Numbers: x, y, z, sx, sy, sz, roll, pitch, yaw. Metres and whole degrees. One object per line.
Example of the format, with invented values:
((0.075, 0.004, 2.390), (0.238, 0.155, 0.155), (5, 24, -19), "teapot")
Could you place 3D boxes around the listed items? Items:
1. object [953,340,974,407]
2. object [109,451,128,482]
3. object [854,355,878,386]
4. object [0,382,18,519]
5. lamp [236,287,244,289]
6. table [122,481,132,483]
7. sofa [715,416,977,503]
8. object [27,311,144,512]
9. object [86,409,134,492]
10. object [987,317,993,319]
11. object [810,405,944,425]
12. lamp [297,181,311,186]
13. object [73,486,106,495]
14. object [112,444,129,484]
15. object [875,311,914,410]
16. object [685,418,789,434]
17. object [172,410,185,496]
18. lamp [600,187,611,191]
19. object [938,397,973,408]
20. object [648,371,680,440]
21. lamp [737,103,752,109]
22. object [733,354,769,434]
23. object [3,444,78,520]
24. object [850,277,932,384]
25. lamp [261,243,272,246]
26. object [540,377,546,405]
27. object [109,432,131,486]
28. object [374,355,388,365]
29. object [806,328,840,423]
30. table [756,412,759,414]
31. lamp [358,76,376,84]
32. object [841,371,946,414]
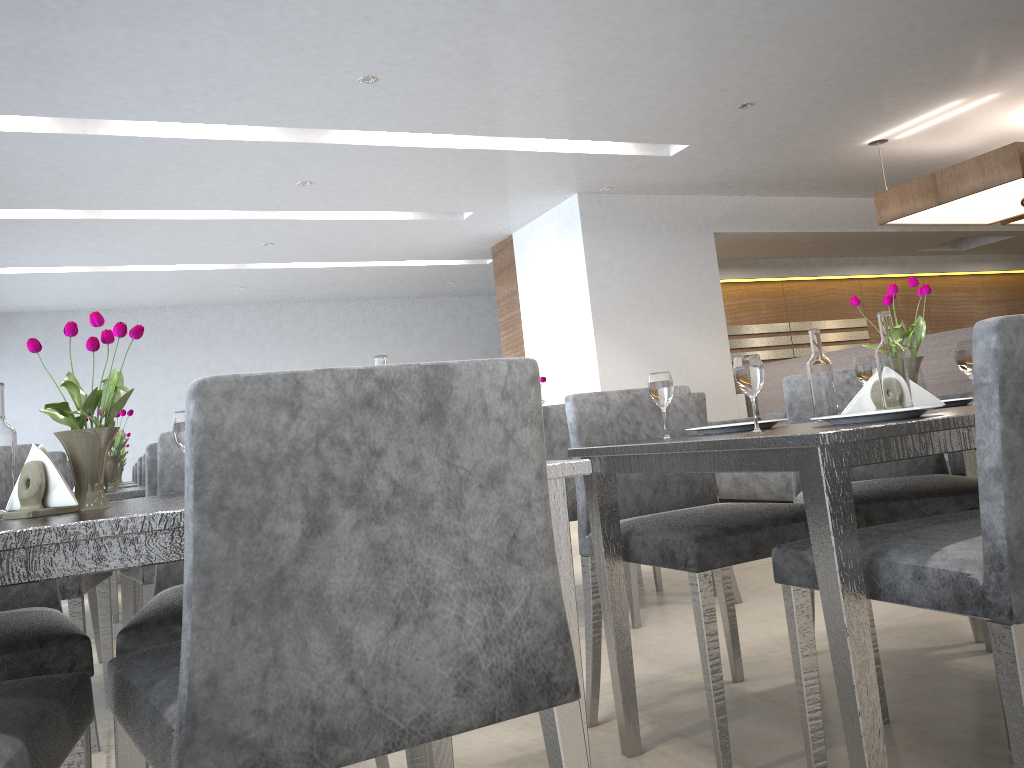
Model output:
((0.983, -0.023, 1.896), (0.053, 0.140, 0.053), (-9, -8, 24), "object")
((-3.362, 0.703, 7.567), (0.155, 0.279, 0.103), (-3, -8, -26), "object")
((0.845, 0.003, 2.093), (0.053, 0.140, 0.053), (-9, -8, 24), "object")
((-0.765, 0.099, 1.313), (0.052, 0.203, 0.051), (-10, -9, 30), "object")
((-2.852, -1.002, 9.273), (0.088, 0.007, 0.088), (-7, -4, 21), "lamp")
((-3.318, 1.158, 7.525), (1.191, 0.640, 0.769), (-4, -5, -24), "table")
((2.265, 0.404, 4.721), (0.837, 0.634, 3.762), (-4, -4, -24), "sofa")
((-0.604, 0.039, 1.263), (0.155, 0.279, 0.103), (-3, -8, -26), "object")
((-1.313, 0.210, 2.884), (0.155, 0.279, 0.103), (-3, -8, -26), "object")
((1.169, -0.060, 2.120), (0.052, 0.203, 0.051), (-8, -8, 18), "object")
((0.632, 0.056, 1.535), (0.217, 0.015, 0.215), (-3, -5, -44), "object")
((-1.402, -1.351, 5.959), (0.088, 0.007, 0.088), (-7, -4, 21), "lamp")
((-1.361, 0.302, 2.842), (0.201, 0.101, 0.070), (-9, -7, 36), "object")
((-2.659, 0.534, 5.958), (0.155, 0.279, 0.103), (-3, -8, -26), "object")
((0.719, -0.038, 1.676), (0.052, 0.203, 0.051), (-8, -8, 18), "object")
((0.479, 0.093, 1.884), (0.217, 0.015, 0.215), (-3, -5, -44), "object")
((-0.537, 0.114, 1.479), (0.053, 0.140, 0.053), (-9, -8, 24), "object")
((0.731, -1.523, 6.910), (0.088, 0.007, 0.088), (-7, -4, 21), "lamp")
((1.013, 0.050, 2.122), (0.217, 0.015, 0.215), (-3, -5, -44), "object")
((0.318, 0.046, 1.858), (0.053, 0.140, 0.053), (-9, -8, 24), "object")
((1.410, -1.686, 5.358), (0.088, 0.007, 0.088), (-7, -4, 21), "lamp")
((0.433, 0.018, 1.595), (0.053, 0.140, 0.053), (-9, -8, 24), "object")
((-0.652, 0.131, 1.220), (0.201, 0.101, 0.070), (-9, -7, 36), "object")
((0.806, -0.078, 1.824), (0.155, 0.279, 0.103), (-3, -8, -26), "object")
((-2.086, -1.187, 7.522), (0.088, 0.007, 0.088), (-7, -4, 21), "lamp")
((0.072, 0.098, 3.502), (0.155, 0.279, 0.103), (-3, -8, -26), "object")
((-1.983, 0.371, 4.413), (0.155, 0.279, 0.103), (-3, -8, -26), "object")
((-0.215, 0.051, 1.502), (0.052, 0.203, 0.051), (-10, -9, 30), "object")
((0.661, -0.019, 1.893), (0.052, 0.203, 0.051), (-8, -8, 18), "object")
((2.582, 0.539, 7.865), (0.506, 0.661, 0.500), (-3, -7, -24), "table")
((-0.723, -1.515, 4.406), (0.088, 0.007, 0.088), (-7, -4, 21), "lamp")
((0.759, 0.014, 1.781), (0.201, 0.101, 0.070), (-9, -7, 36), "object")
